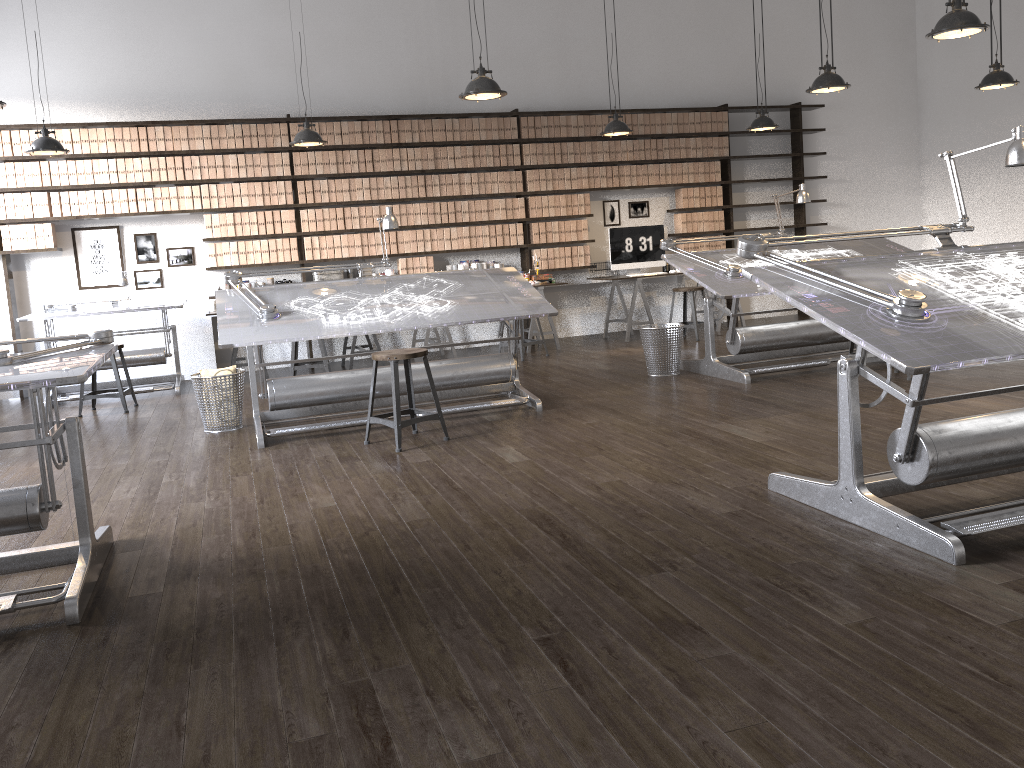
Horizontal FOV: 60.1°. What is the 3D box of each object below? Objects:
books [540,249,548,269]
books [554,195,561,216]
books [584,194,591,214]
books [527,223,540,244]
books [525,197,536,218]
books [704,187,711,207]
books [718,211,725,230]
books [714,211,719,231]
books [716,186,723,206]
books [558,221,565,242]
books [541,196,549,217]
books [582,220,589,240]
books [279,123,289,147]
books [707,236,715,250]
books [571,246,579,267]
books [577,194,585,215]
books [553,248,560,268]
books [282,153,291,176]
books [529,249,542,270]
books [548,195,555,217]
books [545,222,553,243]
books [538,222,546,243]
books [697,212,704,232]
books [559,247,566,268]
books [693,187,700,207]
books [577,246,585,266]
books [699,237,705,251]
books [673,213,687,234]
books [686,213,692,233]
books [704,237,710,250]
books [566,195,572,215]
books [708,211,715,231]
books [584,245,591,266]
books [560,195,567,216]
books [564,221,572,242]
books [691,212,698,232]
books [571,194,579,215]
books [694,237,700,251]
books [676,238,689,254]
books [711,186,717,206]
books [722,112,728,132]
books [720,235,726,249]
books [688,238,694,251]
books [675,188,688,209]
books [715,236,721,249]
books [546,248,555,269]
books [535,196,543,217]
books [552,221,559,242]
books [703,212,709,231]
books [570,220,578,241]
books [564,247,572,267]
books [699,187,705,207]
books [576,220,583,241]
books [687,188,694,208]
[{"bbox_3d":[0.321,-1.332,9.468,0.067,0.224,0.175,-6,7,-17],"label":"books"},{"bbox_3d":[0.454,-1.899,9.472,0.067,0.224,0.175,-6,7,-17],"label":"books"},{"bbox_3d":[0.783,-1.939,9.577,0.067,0.224,0.175,-6,7,-17],"label":"books"},{"bbox_3d":[0.229,-1.598,9.424,0.067,0.224,0.175,-6,7,-17],"label":"books"},{"bbox_3d":[0.192,-1.867,9.391,0.067,0.224,0.175,-6,7,-17],"label":"books"},{"bbox_3d":[2.177,-2.107,10.010,0.067,0.224,0.175,-6,7,-17],"label":"books"},{"bbox_3d":[2.344,-1.854,10.089,0.067,0.224,0.175,-6,7,-17],"label":"books"},{"bbox_3d":[2.278,-1.846,10.067,0.067,0.224,0.175,-6,7,-17],"label":"books"},{"bbox_3d":[2.318,-2.125,10.058,0.067,0.224,0.175,-6,7,-17],"label":"books"},{"bbox_3d":[0.505,-1.631,9.510,0.067,0.224,0.175,-6,7,-17],"label":"books"},{"bbox_3d":[0.327,-1.883,9.428,0.067,0.224,0.175,-6,7,-17],"label":"books"},{"bbox_3d":[0.760,-1.662,9.588,0.067,0.224,0.175,-6,7,-17],"label":"books"},{"bbox_3d":[-2.203,-2.395,8.565,0.067,0.224,0.175,-6,7,-17],"label":"books"},{"bbox_3d":[2.238,-1.566,10.077,0.067,0.224,0.175,-6,7,-17],"label":"books"},{"bbox_3d":[0.651,-1.373,9.579,0.067,0.224,0.175,-6,7,-17],"label":"books"},{"bbox_3d":[0.717,-1.930,9.551,0.067,0.224,0.175,-6,7,-17],"label":"books"},{"bbox_3d":[0.448,-1.348,9.512,0.067,0.224,0.175,-6,7,-17],"label":"books"},{"bbox_3d":[-2.190,-2.121,8.592,0.067,0.224,0.175,-6,7,-17],"label":"books"},{"bbox_3d":[0.251,-1.324,9.449,0.067,0.224,0.175,-6,7,-17],"label":"books"},{"bbox_3d":[0.395,-1.891,9.451,0.067,0.224,0.175,-6,7,-17],"label":"books"},{"bbox_3d":[0.370,-1.615,9.469,0.067,0.224,0.175,-6,7,-17],"label":"books"},{"bbox_3d":[0.301,-1.606,9.441,0.067,0.224,0.175,-6,7,-17],"label":"books"},{"bbox_3d":[2.086,-1.823,10.005,0.067,0.224,0.175,-6,7,-17],"label":"books"},{"bbox_3d":[0.510,-1.356,9.534,0.067,0.224,0.175,-6,7,-17],"label":"books"},{"bbox_3d":[2.038,-2.091,9.967,0.067,0.224,0.175,-6,7,-17],"label":"books"},{"bbox_3d":[0.720,-1.381,9.596,0.067,0.224,0.175,-6,7,-17],"label":"books"},{"bbox_3d":[2.109,-1.550,10.034,0.067,0.224,0.175,-6,7,-17],"label":"books"},{"bbox_3d":[1.888,-1.798,9.941,0.067,0.224,0.175,-6,7,-17],"label":"books"},{"bbox_3d":[1.953,-1.807,9.966,0.067,0.224,0.175,-6,7,-17],"label":"books"},{"bbox_3d":[2.173,-1.557,10.052,0.067,0.224,0.175,-6,7,-17],"label":"books"},{"bbox_3d":[0.581,-1.914,9.513,0.067,0.224,0.175,-6,7,-17],"label":"books"},{"bbox_3d":[2.219,-1.838,10.044,0.067,0.224,0.175,-6,7,-17],"label":"books"},{"bbox_3d":[0.786,-1.389,9.621,0.067,0.224,0.175,-6,7,-17],"label":"books"},{"bbox_3d":[0.519,-1.906,9.487,0.067,0.224,0.175,-6,7,-17],"label":"books"},{"bbox_3d":[0.572,-1.639,9.532,0.067,0.224,0.175,-6,7,-17],"label":"books"},{"bbox_3d":[2.019,-1.815,9.988,0.067,0.224,0.175,-6,7,-17],"label":"books"},{"bbox_3d":[0.649,-1.923,9.534,0.067,0.224,0.175,-6,7,-17],"label":"books"},{"bbox_3d":[2.049,-1.543,10.017,0.067,0.224,0.175,-6,7,-17],"label":"books"},{"bbox_3d":[1.921,-1.527,9.978,0.067,0.224,0.175,-6,7,-17],"label":"books"},{"bbox_3d":[2.245,-2.116,10.037,0.067,0.224,0.175,-6,7,-17],"label":"books"},{"bbox_3d":[2.366,-2.950,10.007,0.067,0.224,0.175,-6,7,-17],"label":"books"},{"bbox_3d":[2.368,-1.580,10.113,0.067,0.224,0.175,-6,7,-17],"label":"books"},{"bbox_3d":[1.987,-1.534,9.993,0.067,0.224,0.175,-6,7,-17],"label":"books"},{"bbox_3d":[1.902,-2.075,9.929,0.067,0.224,0.175,-6,7,-17],"label":"books"},{"bbox_3d":[2.304,-1.574,10.100,0.067,0.224,0.175,-6,7,-17],"label":"books"},{"bbox_3d":[0.389,-1.340,9.489,0.067,0.224,0.175,-6,7,-17],"label":"books"},{"bbox_3d":[0.259,-1.875,9.410,0.067,0.224,0.175,-6,7,-17],"label":"books"},{"bbox_3d":[0.439,-1.623,9.485,0.067,0.224,0.175,-6,7,-17],"label":"books"},{"bbox_3d":[2.156,-1.831,10.024,0.067,0.224,0.175,-6,7,-17],"label":"books"},{"bbox_3d":[0.638,-1.646,9.546,0.067,0.224,0.175,-6,7,-17],"label":"books"},{"bbox_3d":[0.582,-1.364,9.551,0.067,0.224,0.175,-6,7,-17],"label":"books"},{"bbox_3d":[2.104,-2.099,9.993,0.067,0.224,0.175,-6,7,-17],"label":"books"},{"bbox_3d":[0.700,-1.655,9.571,0.067,0.224,0.175,-6,7,-17],"label":"books"},{"bbox_3d":[1.969,-2.083,9.950,0.067,0.224,0.175,-6,7,-17],"label":"books"}]
